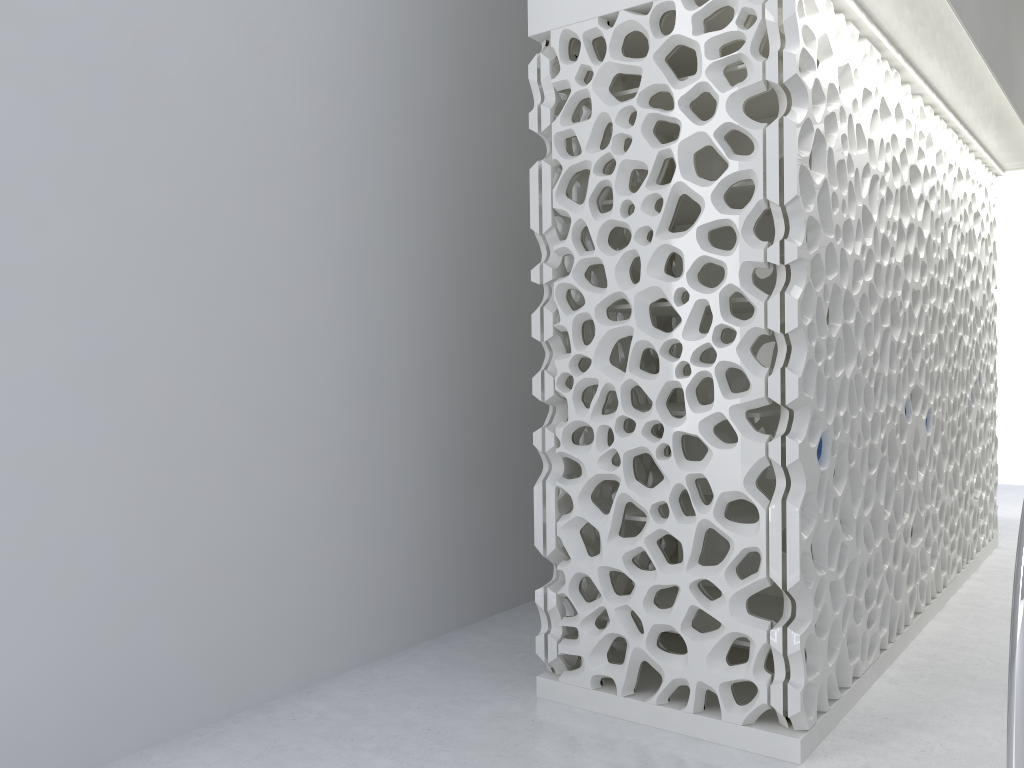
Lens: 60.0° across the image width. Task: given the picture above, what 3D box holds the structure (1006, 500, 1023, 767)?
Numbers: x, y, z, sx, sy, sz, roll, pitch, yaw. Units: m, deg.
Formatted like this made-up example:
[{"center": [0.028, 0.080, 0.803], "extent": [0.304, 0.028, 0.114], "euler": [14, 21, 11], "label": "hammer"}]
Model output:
[{"center": [5.047, 0.401, 3.263], "extent": [5.433, 2.080, 5.250], "euler": [0, 1, 31], "label": "structure"}]
